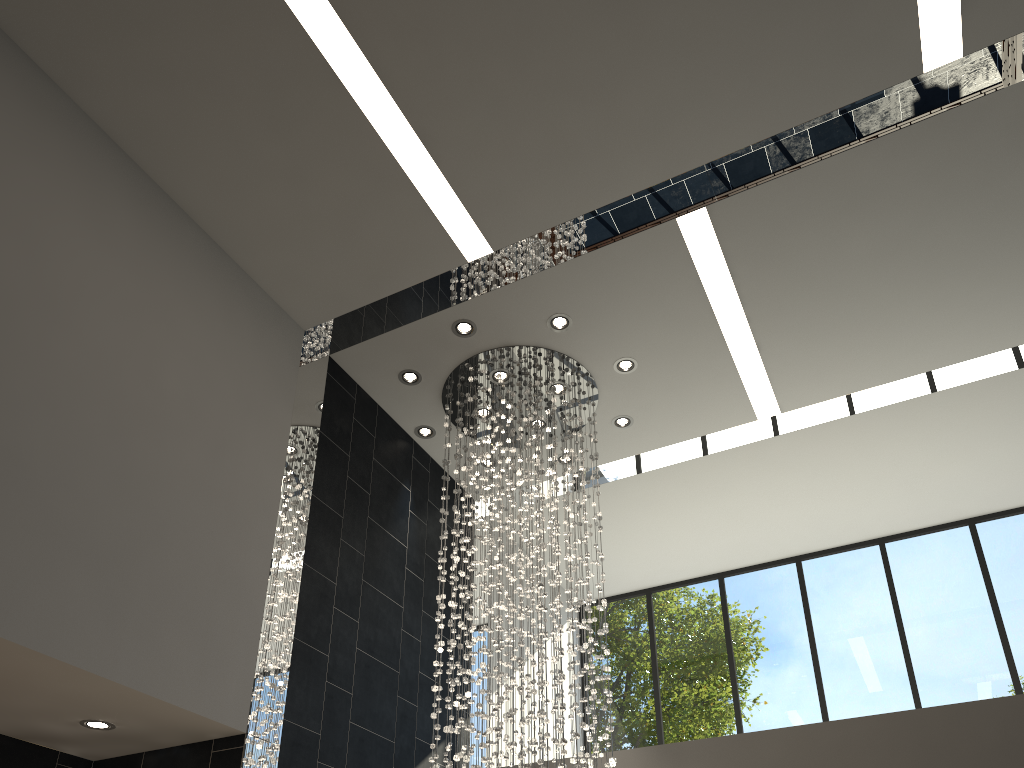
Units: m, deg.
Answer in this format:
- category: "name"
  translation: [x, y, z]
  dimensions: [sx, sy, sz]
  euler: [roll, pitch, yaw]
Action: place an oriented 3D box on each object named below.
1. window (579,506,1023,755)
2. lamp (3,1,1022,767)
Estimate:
- category: "window"
  translation: [3.042, 3.430, 7.160]
  dimensions: [6.296, 5.365, 2.558]
  euler: [-17, -35, 24]
- category: "lamp"
  translation: [-0.962, -36.776, 20.063]
  dimensions: [415.687, 102.911, 427.597]
  euler: [24, -43, -29]
